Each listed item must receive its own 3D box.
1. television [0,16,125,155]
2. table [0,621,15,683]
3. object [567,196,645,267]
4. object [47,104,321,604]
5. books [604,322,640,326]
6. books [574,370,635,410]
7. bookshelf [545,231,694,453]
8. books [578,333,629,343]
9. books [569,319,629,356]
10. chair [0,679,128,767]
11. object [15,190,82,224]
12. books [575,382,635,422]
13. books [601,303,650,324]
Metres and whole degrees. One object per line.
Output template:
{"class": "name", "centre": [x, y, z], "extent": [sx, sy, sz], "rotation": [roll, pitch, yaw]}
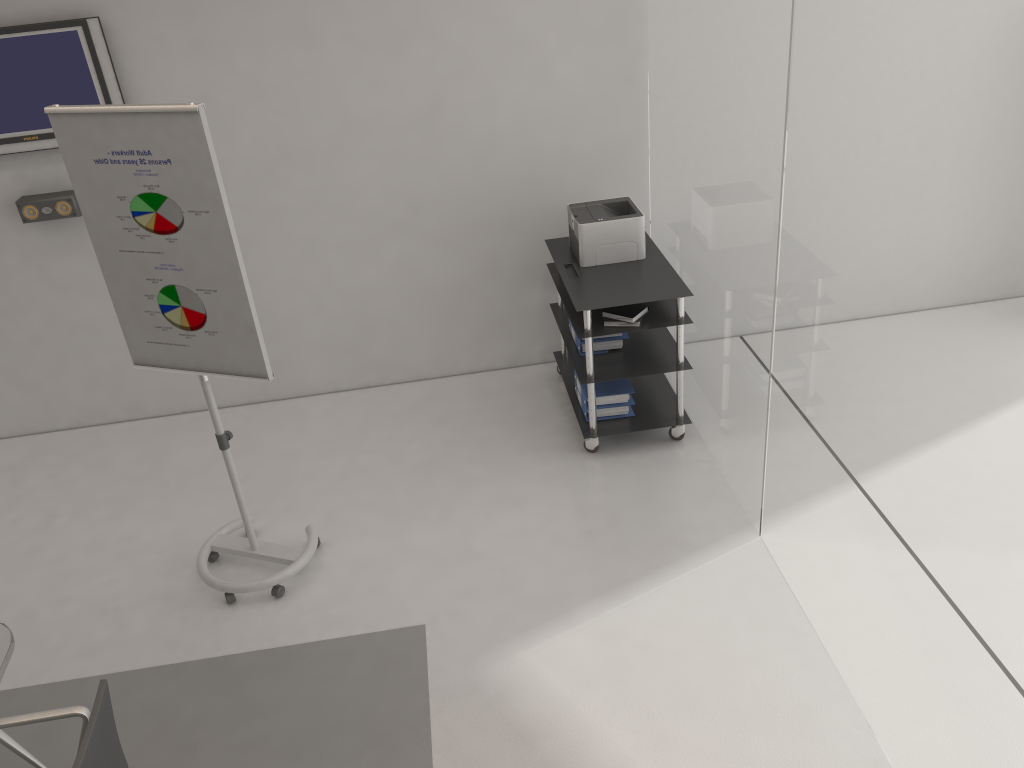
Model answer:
{"class": "television", "centre": [-2.465, -1.452, 4.398], "extent": [1.013, 0.590, 0.049], "rotation": [-8, 30, -4]}
{"class": "table", "centre": [-2.016, 1.867, 1.736], "extent": [1.372, 0.721, 3.054], "rotation": [-8, 30, -4]}
{"class": "object", "centre": [0.500, -0.816, 4.729], "extent": [0.350, 0.235, 0.351], "rotation": [-8, 30, -4]}
{"class": "object", "centre": [-1.250, -0.066, 3.594], "extent": [0.553, 2.088, 0.560], "rotation": [-16, 31, -16]}
{"class": "books", "centre": [0.547, -0.331, 4.373], "extent": [0.170, 0.028, 0.146], "rotation": [1, 31, 13]}
{"class": "books", "centre": [0.492, 0.011, 4.752], "extent": [0.263, 0.077, 0.320], "rotation": [-8, 30, -4]}
{"class": "bookshelf", "centre": [0.562, -0.249, 4.830], "extent": [0.567, 0.855, 0.985], "rotation": [-8, 30, -4]}
{"class": "books", "centre": [0.458, -0.334, 4.723], "extent": [0.263, 0.077, 0.320], "rotation": [-8, 30, -4]}
{"class": "books", "centre": [0.462, -0.270, 4.759], "extent": [0.263, 0.077, 0.320], "rotation": [-8, 30, -4]}
{"class": "chair", "centre": [-1.372, 1.325, 2.487], "extent": [0.710, 0.805, 0.731], "rotation": [-17, 32, -18]}
{"class": "object", "centre": [-2.424, -0.931, 4.662], "extent": [0.298, 0.117, 0.123], "rotation": [-8, 30, -4]}
{"class": "books", "centre": [0.498, 0.075, 4.788], "extent": [0.263, 0.077, 0.320], "rotation": [-8, 30, -4]}
{"class": "books", "centre": [0.556, -0.359, 4.355], "extent": [0.183, 0.032, 0.164], "rotation": [16, 37, 34]}
